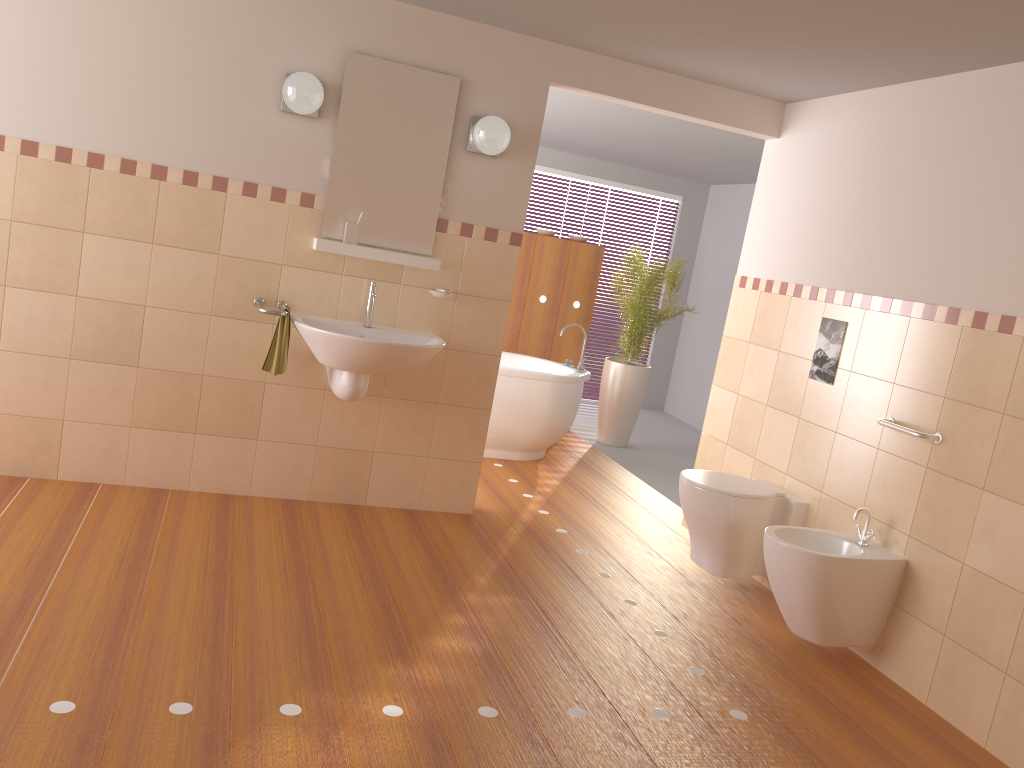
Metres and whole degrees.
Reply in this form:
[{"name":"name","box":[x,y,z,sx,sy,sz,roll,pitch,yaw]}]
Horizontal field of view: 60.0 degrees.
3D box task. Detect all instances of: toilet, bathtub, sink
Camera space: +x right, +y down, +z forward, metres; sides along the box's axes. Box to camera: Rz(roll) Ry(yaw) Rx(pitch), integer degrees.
[{"name":"toilet","box":[0.974,0.636,3.997,0.534,0.400,0.375,8,9,-18]},{"name":"bathtub","box":[-0.372,-0.065,5.845,1.874,0.900,0.888,8,9,-18]},{"name":"sink","box":[-0.611,-0.167,3.821,0.683,0.516,0.539,8,9,-18]},{"name":"sink","box":[1.180,0.709,3.369,0.515,0.517,0.335,8,9,-18]}]

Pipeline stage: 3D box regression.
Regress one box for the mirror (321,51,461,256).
[{"name":"mirror","box":[-0.537,-1.009,3.938,0.502,0.799,0.008,8,9,-18]}]

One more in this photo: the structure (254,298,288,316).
[{"name":"structure","box":[-1.022,-0.323,3.772,0.142,0.042,0.333,8,9,-18]}]

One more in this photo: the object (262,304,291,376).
[{"name":"object","box":[-0.990,-0.190,3.804,0.085,0.306,0.181,10,8,-2]}]

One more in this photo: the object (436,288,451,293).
[{"name":"object","box":[-0.316,-0.430,4.092,0.075,0.023,0.050,17,10,36]}]

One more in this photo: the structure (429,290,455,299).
[{"name":"structure","box":[-0.321,-0.409,4.094,0.117,0.029,0.092,8,9,-18]}]

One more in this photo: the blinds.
[{"name":"blinds","box":[-0.780,-1.062,7.996,4.712,2.022,0.032,8,9,-18]}]

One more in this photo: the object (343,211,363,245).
[{"name":"object","box":[-0.698,-0.688,3.892,0.063,0.149,0.073,8,9,-18]}]

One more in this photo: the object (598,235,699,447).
[{"name":"object","box":[1.004,-0.279,6.695,0.683,1.557,1.335,12,9,14]}]

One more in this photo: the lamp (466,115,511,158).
[{"name":"lamp","box":[-0.095,-1.108,3.958,0.173,0.173,0.209,8,9,-18]}]

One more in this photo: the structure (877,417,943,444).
[{"name":"structure","box":[1.484,0.170,3.350,0.091,0.042,0.295,8,9,-18]}]

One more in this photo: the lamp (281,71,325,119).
[{"name":"lamp","box":[-0.873,-1.212,3.702,0.173,0.173,0.209,8,9,-18]}]

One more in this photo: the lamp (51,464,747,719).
[{"name":"lamp","box":[-1.152,0.581,3.671,3.173,0.001,2.893,8,9,-18]}]

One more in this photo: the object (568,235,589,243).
[{"name":"object","box":[0.517,-1.124,6.908,0.173,0.046,0.173,8,9,-18]}]

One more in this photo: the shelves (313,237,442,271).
[{"name":"shelves","box":[-0.599,-0.578,3.952,0.554,0.050,0.138,8,9,-18]}]

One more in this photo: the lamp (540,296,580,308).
[{"name":"lamp","box":[-0.026,-0.684,6.693,1.169,0.052,0.001,8,9,-18]}]

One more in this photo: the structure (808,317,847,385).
[{"name":"structure","box":[1.386,-0.146,3.898,0.005,0.279,0.170,8,9,-18]}]

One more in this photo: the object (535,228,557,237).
[{"name":"object","box":[0.261,-1.158,6.823,0.173,0.046,0.173,8,9,-18]}]
